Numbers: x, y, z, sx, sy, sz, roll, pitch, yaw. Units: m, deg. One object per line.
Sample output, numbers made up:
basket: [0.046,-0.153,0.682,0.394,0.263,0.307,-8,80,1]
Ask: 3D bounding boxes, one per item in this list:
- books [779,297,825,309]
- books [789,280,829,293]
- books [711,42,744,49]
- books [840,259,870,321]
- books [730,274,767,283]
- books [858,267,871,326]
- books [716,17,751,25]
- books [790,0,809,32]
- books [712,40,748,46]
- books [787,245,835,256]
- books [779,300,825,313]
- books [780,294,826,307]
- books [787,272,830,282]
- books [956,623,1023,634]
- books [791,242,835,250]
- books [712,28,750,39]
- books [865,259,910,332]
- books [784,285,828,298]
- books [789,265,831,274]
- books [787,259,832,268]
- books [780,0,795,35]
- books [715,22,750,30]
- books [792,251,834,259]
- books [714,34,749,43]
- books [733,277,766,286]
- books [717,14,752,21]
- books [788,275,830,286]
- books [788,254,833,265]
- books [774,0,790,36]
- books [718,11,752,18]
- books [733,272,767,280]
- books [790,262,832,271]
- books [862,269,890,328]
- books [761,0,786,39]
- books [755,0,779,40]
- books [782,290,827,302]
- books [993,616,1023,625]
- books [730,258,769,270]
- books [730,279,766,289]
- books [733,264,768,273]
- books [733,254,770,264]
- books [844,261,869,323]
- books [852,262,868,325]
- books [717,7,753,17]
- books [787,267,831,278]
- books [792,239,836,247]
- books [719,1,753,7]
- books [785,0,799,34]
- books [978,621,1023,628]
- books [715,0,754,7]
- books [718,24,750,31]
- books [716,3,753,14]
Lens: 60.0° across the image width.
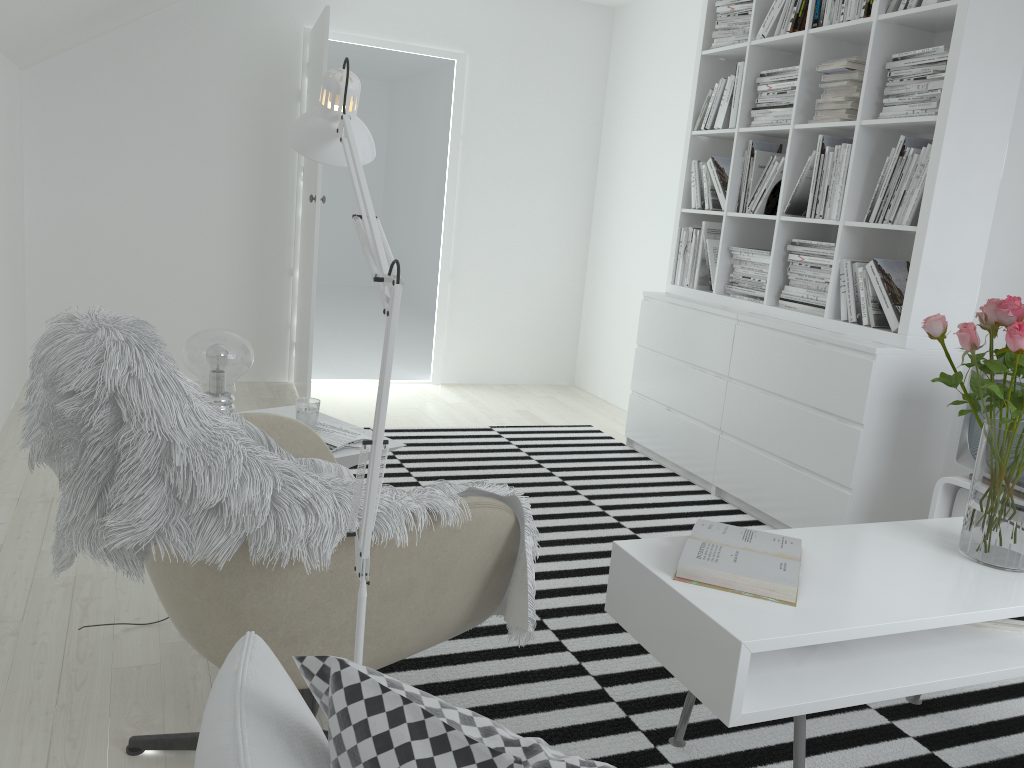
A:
books: [1.334,-0.336,3.754,0.251,0.012,0.312,1,12,-22]
books: [1.329,-0.401,3.709,0.180,0.028,0.296,1,13,-23]
books: [1.107,-1.584,4.189,0.182,0.016,0.288,-2,14,-33]
books: [1.371,-0.367,3.497,0.172,0.239,0.093,1,13,-23]
books: [1.154,-0.482,4.080,0.159,0.012,0.285,1,13,-23]
books: [1.406,-0.333,3.403,0.161,0.218,0.101,1,13,-23]
books: [1.120,-1.700,4.190,0.167,0.017,0.263,-4,15,-38]
books: [1.282,-1.588,3.710,0.170,0.251,0.118,1,13,-23]
books: [1.119,-1.601,4.199,0.182,0.016,0.288,-4,15,-38]
books: [1.322,-0.548,3.689,0.176,0.025,0.331,1,13,-23]
books: [1.324,-0.324,3.756,0.232,0.014,0.308,0,13,-26]
books: [1.293,-0.348,3.721,0.182,0.016,0.288,1,13,-23]
books: [1.324,-0.444,3.722,0.182,0.016,0.288,1,13,-23]
books: [1.024,0.514,2.054,0.259,0.014,0.191,6,12,3]
books: [1.316,-0.567,3.679,0.159,0.012,0.285,1,13,-23]
books: [1.121,-1.643,4.187,0.180,0.028,0.296,-5,16,-43]
books: [1.448,-0.328,3.303,0.176,0.255,0.226,1,13,-23]
books: [1.304,-0.383,3.725,0.174,0.021,0.273,1,13,-23]
books: [1.306,-0.476,3.709,0.161,0.012,0.254,1,13,-23]
books: [1.302,-0.502,3.713,0.161,0.013,0.256,1,13,-23]
books: [1.246,-1.590,3.777,0.161,0.222,0.084,1,13,-23]
books: [1.134,-1.682,4.193,0.182,0.016,0.288,-5,16,-43]
books: [1.316,-0.533,3.704,0.161,0.013,0.254,1,13,-23]
books: [1.116,-1.619,4.194,0.174,0.021,0.273,-2,14,-33]
books: [1.154,-0.465,4.060,0.161,0.013,0.256,1,13,-23]
books: [1.118,-1.713,4.177,0.161,0.012,0.254,-5,16,-43]
books: [1.326,-0.426,3.716,0.182,0.016,0.288,1,13,-23]
books: [1.313,-0.514,3.697,0.174,0.021,0.273,1,13,-23]
books: [1.235,-1.595,3.809,0.161,0.218,0.101,1,13,-23]
books: [1.130,-1.723,4.168,0.159,0.012,0.285,-2,14,-33]
books: [1.154,-0.491,4.065,0.161,0.012,0.254,1,13,-23]
books: [1.317,-0.485,3.699,0.159,0.012,0.285,1,13,-23]
books: [1.416,-0.322,3.367,0.161,0.213,0.118,1,13,-23]
books: [1.217,-1.604,3.872,0.167,0.210,0.162,1,13,-23]
books: [1.213,-1.619,3.907,0.186,0.226,0.173,1,13,-23]
books: [1.302,-0.364,3.727,0.182,0.016,0.288,1,13,-23]
books: [1.028,0.489,2.040,0.257,0.012,0.207,6,12,4]
books: [1.169,-0.549,4.086,0.180,0.028,0.296,1,13,-23]
books: [1.165,-0.455,4.093,0.182,0.016,0.288,1,13,-23]
books: [1.177,-0.522,4.070,0.182,0.016,0.288,1,13,-23]
books: [1.164,-0.567,4.057,0.174,0.021,0.273,1,13,-23]
books: [1.378,-0.355,3.454,0.172,0.235,0.112,1,13,-23]
books: [1.392,-0.346,3.427,0.152,0.232,0.104,1,13,-23]
books: [1.112,-1.739,4.179,0.161,0.013,0.256,-1,13,-28]
books: [1.309,-0.462,3.721,0.167,0.017,0.263,1,13,-23]
books: [1.315,-0.583,3.692,0.161,0.012,0.254,1,13,-23]
books: [1.126,-1.771,4.172,0.161,0.013,0.254,-4,15,-38]
books: [1.266,-1.595,3.750,0.159,0.248,0.089,1,13,-23]
books: [1.029,0.501,2.050,0.254,0.014,0.191,6,11,1]
books: [1.135,-1.786,4.158,0.176,0.025,0.331,-2,14,-33]
books: [1.138,-1.664,4.187,0.182,0.016,0.288,-1,13,-28]
books: [1.125,-1.752,4.165,0.174,0.021,0.273,-5,16,-43]
